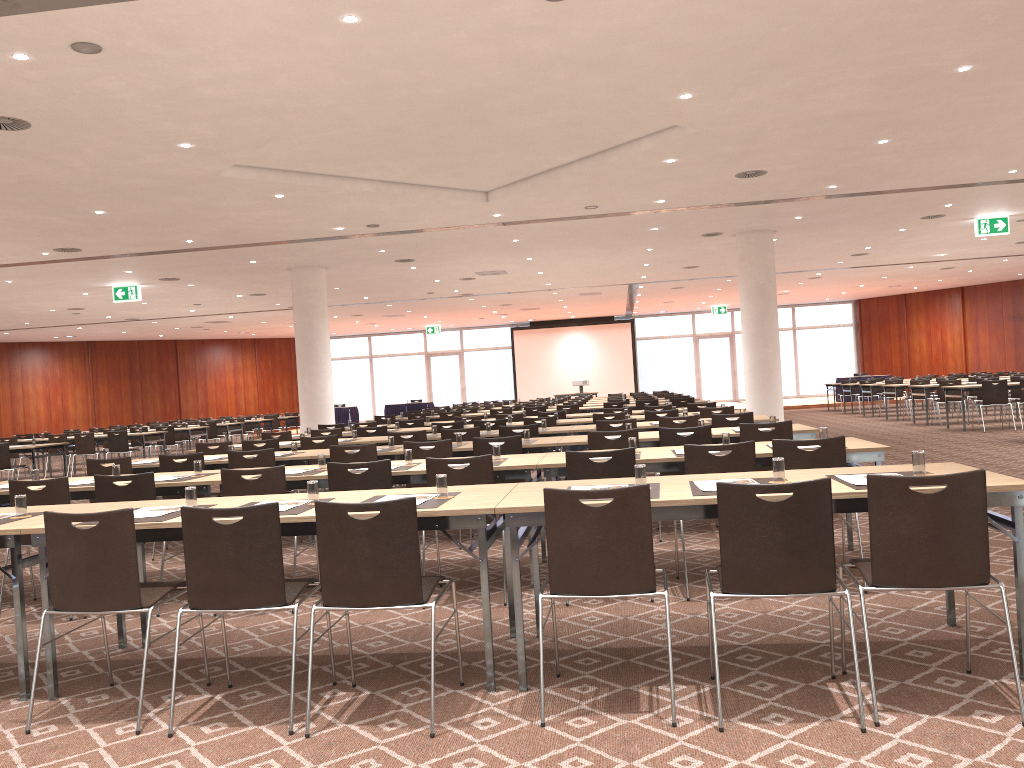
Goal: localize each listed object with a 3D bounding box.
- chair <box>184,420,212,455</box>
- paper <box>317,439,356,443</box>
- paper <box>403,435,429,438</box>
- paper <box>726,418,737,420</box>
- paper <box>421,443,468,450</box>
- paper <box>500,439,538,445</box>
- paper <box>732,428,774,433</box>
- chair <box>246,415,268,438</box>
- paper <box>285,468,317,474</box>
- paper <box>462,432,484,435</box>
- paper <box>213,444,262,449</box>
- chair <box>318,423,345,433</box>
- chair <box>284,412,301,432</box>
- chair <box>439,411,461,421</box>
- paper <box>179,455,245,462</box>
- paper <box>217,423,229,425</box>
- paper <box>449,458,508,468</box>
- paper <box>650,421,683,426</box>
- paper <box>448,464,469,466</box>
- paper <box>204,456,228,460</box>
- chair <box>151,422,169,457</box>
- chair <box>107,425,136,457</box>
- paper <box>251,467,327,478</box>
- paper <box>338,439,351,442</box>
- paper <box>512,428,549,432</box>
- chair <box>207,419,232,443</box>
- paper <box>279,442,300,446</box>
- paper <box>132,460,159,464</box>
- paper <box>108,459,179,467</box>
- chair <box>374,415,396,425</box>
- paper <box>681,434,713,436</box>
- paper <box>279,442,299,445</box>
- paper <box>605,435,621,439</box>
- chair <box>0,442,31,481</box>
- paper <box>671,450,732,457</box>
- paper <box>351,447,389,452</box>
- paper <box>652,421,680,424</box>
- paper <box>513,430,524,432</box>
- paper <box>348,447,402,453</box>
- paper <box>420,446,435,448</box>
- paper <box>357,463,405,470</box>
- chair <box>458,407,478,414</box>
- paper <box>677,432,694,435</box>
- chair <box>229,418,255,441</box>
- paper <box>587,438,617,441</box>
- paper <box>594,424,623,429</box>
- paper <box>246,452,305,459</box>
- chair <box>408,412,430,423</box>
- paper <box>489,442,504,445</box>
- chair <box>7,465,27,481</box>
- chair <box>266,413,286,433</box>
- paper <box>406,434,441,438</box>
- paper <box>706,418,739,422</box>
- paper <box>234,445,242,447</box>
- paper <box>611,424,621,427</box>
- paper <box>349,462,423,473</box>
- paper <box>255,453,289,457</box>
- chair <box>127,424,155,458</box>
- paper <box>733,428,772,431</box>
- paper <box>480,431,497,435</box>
[{"bbox_3d":[-8.704,1.474,24.561,0.536,0.939,0.613,-3,0,7],"label":"chair"},{"bbox_3d":[-2.069,0.680,10.541,0.460,0.003,0.565,-4,0,7],"label":"paper"},{"bbox_3d":[-1.135,0.619,10.508,0.283,0.006,0.398,-4,0,8],"label":"paper"},{"bbox_3d":[2.420,0.401,10.072,0.283,0.006,0.398,-4,0,8],"label":"paper"},{"bbox_3d":[-0.692,0.592,8.377,0.460,0.003,0.565,-4,0,9],"label":"paper"},{"bbox_3d":[-0.019,0.551,8.287,0.460,0.003,0.565,-4,0,9],"label":"paper"},{"bbox_3d":[2.237,0.412,8.010,0.460,0.003,0.565,-4,0,10],"label":"paper"},{"bbox_3d":[-8.175,1.449,28.384,0.535,0.939,0.613,-3,0,6],"label":"chair"},{"bbox_3d":[-1.622,0.642,6.533,0.283,0.006,0.398,-4,0,8],"label":"paper"},{"bbox_3d":[-0.473,0.578,10.404,0.283,0.006,0.398,-4,0,5],"label":"paper"},{"bbox_3d":[-3.328,0.757,10.691,0.460,0.003,0.565,-4,0,7],"label":"paper"},{"bbox_3d":[-2.819,1.097,14.214,0.535,0.939,0.613,-3,0,6],"label":"chair"},{"bbox_3d":[-6.929,1.372,28.232,0.536,0.939,0.613,-3,0,7],"label":"chair"},{"bbox_3d":[-1.159,1.001,17.502,0.536,0.939,0.613,-3,0,7],"label":"chair"},{"bbox_3d":[-2.931,0.729,8.661,0.460,0.003,0.565,-4,0,10],"label":"paper"},{"bbox_3d":[-7.621,1.040,22.800,0.460,0.003,0.565,-4,0,7],"label":"paper"},{"bbox_3d":[-0.286,0.563,6.301,0.460,0.003,0.565,-4,0,7],"label":"paper"},{"bbox_3d":[1.800,0.443,10.065,0.460,0.003,0.565,-4,0,6],"label":"paper"},{"bbox_3d":[-0.322,0.562,6.370,0.283,0.006,0.398,-4,0,7],"label":"paper"},{"bbox_3d":[-2.969,0.728,8.702,0.283,0.006,0.398,-4,0,6],"label":"paper"},{"bbox_3d":[-9.639,1.532,24.615,0.535,0.939,0.613,-3,0,4],"label":"chair"},{"bbox_3d":[-10.970,1.613,24.837,0.535,0.939,0.613,-3,0,4],"label":"chair"},{"bbox_3d":[-1.570,0.642,6.442,0.460,0.003,0.565,-4,0,7],"label":"paper"},{"bbox_3d":[-2.103,0.678,10.591,0.283,0.006,0.398,-4,0,8],"label":"paper"},{"bbox_3d":[0.188,0.541,10.265,0.460,0.003,0.565,-4,0,6],"label":"paper"},{"bbox_3d":[-8.094,1.437,24.427,0.536,0.939,0.613,-3,0,9],"label":"chair"},{"bbox_3d":[-2.692,0.718,10.622,0.460,0.003,0.565,-4,0,7],"label":"paper"},{"bbox_3d":[-3.612,0.767,8.776,0.283,0.006,0.398,-4,0,9],"label":"paper"},{"bbox_3d":[-3.587,0.769,8.692,0.460,0.003,0.565,-4,0,6],"label":"paper"},{"bbox_3d":[-2.462,1.081,17.696,0.536,0.939,0.613,-3,0,9],"label":"chair"},{"bbox_3d":[1.574,0.453,8.081,0.460,0.003,0.565,-4,0,8],"label":"paper"},{"bbox_3d":[-2.733,0.717,10.686,0.283,0.006,0.398,-4,0,6],"label":"paper"},{"bbox_3d":[0.869,0.492,8.235,0.283,0.006,0.398,-4,0,8],"label":"paper"},{"bbox_3d":[-8.478,1.444,14.830,0.535,0.939,0.613,-3,0,6],"label":"chair"},{"bbox_3d":[1.341,0.464,6.079,0.460,0.003,0.565,-4,0,6],"label":"paper"},{"bbox_3d":[-1.356,0.629,8.518,0.283,0.006,0.398,-4,0,6],"label":"paper"},{"bbox_3d":[1.755,0.442,10.128,0.283,0.006,0.398,-4,0,4],"label":"paper"},{"bbox_3d":[0.141,0.540,10.334,0.283,0.006,0.398,-4,0,7],"label":"paper"},{"bbox_3d":[-1.323,0.630,8.434,0.460,0.003,0.565,-4,0,9],"label":"paper"},{"bbox_3d":[-0.737,0.591,8.427,0.283,0.006,0.398,-4,0,6],"label":"paper"},{"bbox_3d":[-0.943,0.600,6.443,0.283,0.006,0.398,-4,0,8],"label":"paper"},{"bbox_3d":[-0.919,0.990,19.565,0.536,0.939,0.613,-3,0,8],"label":"chair"},{"bbox_3d":[1.529,0.452,8.139,0.283,0.006,0.398,-4,0,4],"label":"paper"},{"bbox_3d":[-7.422,1.396,24.263,0.536,0.939,0.613,-3,0,9],"label":"chair"},{"bbox_3d":[0.927,0.493,8.160,0.460,0.003,0.565,-4,0,7],"label":"paper"},{"bbox_3d":[1.181,0.481,10.151,0.460,0.003,0.565,-4,0,7],"label":"paper"},{"bbox_3d":[-2.306,0.691,8.559,0.460,0.003,0.565,-4,0,8],"label":"paper"},{"bbox_3d":[-1.797,1.041,17.657,0.536,0.939,0.613,-3,0,7],"label":"chair"},{"bbox_3d":[-0.099,0.552,8.333,0.283,0.006,0.398,-4,0,6],"label":"paper"},{"bbox_3d":[-8.557,1.449,14.839,0.535,0.939,0.613,-3,0,5],"label":"chair"},{"bbox_3d":[-7.563,1.411,28.391,0.536,0.939,0.613,-3,0,9],"label":"chair"},{"bbox_3d":[-1.071,0.619,10.419,0.460,0.003,0.565,-4,0,8],"label":"paper"},{"bbox_3d":[2.433,0.404,9.976,0.460,0.003,0.565,-4,0,5],"label":"paper"},{"bbox_3d":[-3.358,0.755,10.767,0.283,0.006,0.398,-4,0,7],"label":"paper"},{"bbox_3d":[1.117,0.481,10.209,0.283,0.006,0.398,-4,0,6],"label":"paper"},{"bbox_3d":[-0.922,0.602,6.368,0.460,0.003,0.565,-4,0,6],"label":"paper"},{"bbox_3d":[-2.329,0.688,8.621,0.283,0.006,0.398,-4,0,4],"label":"paper"},{"bbox_3d":[-10.356,1.575,24.621,0.536,0.939,0.613,-3,0,10],"label":"chair"},{"bbox_3d":[2.178,0.412,8.072,0.283,0.006,0.398,-4,0,4],"label":"paper"},{"bbox_3d":[-0.439,0.580,10.317,0.460,0.003,0.565,-4,0,8],"label":"paper"}]
